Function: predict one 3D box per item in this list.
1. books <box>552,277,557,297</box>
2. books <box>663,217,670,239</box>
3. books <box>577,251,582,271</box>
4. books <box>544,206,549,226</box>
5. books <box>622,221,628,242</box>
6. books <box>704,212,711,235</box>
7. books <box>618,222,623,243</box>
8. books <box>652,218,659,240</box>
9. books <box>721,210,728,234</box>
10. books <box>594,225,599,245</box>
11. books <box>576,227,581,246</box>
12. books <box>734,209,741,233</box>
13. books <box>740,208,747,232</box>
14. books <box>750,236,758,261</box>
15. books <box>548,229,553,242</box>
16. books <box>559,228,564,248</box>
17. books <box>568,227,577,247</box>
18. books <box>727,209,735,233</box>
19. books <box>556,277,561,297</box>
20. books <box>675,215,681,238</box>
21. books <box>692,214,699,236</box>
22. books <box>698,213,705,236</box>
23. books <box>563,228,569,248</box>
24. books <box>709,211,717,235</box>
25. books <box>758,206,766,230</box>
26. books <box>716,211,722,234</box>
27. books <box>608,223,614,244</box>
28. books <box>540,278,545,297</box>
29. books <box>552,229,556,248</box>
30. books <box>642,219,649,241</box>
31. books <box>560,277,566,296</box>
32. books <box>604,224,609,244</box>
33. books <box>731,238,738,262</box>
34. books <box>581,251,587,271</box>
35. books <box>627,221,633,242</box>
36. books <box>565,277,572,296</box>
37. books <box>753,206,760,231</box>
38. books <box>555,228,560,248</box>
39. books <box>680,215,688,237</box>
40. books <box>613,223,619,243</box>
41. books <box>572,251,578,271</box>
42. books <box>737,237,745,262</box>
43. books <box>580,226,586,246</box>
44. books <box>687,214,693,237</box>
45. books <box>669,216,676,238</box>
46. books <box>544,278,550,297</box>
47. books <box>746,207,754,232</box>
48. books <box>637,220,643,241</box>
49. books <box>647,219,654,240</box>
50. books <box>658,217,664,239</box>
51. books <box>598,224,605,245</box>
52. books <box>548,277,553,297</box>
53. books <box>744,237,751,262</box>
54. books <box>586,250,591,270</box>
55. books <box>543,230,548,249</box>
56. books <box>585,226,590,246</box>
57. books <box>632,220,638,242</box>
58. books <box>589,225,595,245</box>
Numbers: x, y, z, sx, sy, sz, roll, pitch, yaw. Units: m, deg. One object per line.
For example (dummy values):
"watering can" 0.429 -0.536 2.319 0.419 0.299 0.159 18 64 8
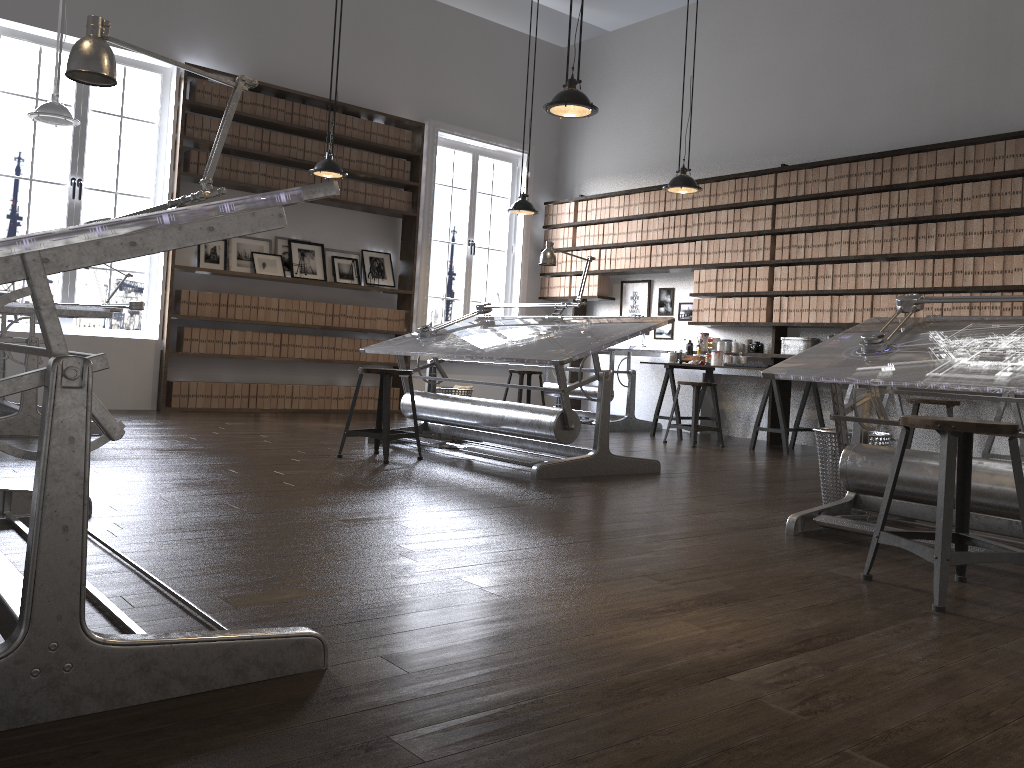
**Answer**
"books" 0.546 -1.089 10.039 0.174 0.226 0.067 4 -1 -39
"books" 1.591 -1.538 8.808 0.174 0.226 0.067 4 -1 -39
"books" 0.801 -1.344 9.753 0.174 0.226 0.067 4 -1 -39
"books" 0.459 -1.929 10.219 0.174 0.226 0.067 4 -1 -39
"books" 1.239 -1.572 9.239 0.174 0.226 0.067 4 -1 -39
"books" 1.913 -1.509 8.424 0.174 0.226 0.067 4 -1 -39
"books" 1.201 -1.576 9.294 0.174 0.226 0.067 4 -1 -39
"books" 1.502 -1.547 8.922 0.174 0.226 0.067 4 -1 -39
"books" 2.035 -1.497 8.269 0.174 0.226 0.067 4 -1 -39
"books" 0.972 -1.597 9.575 0.174 0.226 0.067 4 -1 -39
"books" 0.796 -1.613 9.785 0.174 0.226 0.067 4 -1 -39
"books" 2.127 -1.488 8.160 0.174 0.226 0.067 4 -1 -39
"books" 2.173 -1.484 8.107 0.174 0.226 0.067 4 -1 -39
"books" 2.237 -1.209 8.002 0.174 0.226 0.067 4 -1 -39
"books" 0.494 -1.648 10.152 0.174 0.226 0.067 4 -1 -39
"books" 0.621 -1.636 9.994 0.174 0.226 0.067 4 -1 -39
"books" 0.713 -1.627 9.891 0.174 0.226 0.067 4 -1 -39
"books" 2.080 -1.493 8.212 0.174 0.226 0.067 4 -1 -39
"books" 0.583 -1.086 9.988 0.174 0.226 0.067 4 -1 -39
"books" 1.684 -1.530 8.704 0.174 0.226 0.067 4 -1 -39
"books" 1.820 -1.517 8.531 0.174 0.226 0.067 4 -1 -39
"books" 1.868 -1.513 8.479 0.174 0.226 0.067 4 -1 -39
"books" 0.668 -1.631 9.946 0.174 0.226 0.067 4 -1 -39
"books" 1.951 -1.505 8.368 0.174 0.226 0.067 4 -1 -39
"books" 2.296 -1.472 7.950 0.174 0.226 0.067 4 -1 -39
"books" 1.997 -1.501 8.319 0.174 0.226 0.067 4 -1 -39
"books" 1.108 -1.584 9.402 0.174 0.226 0.067 4 -1 -39
"books" 0.412 -1.102 10.207 0.174 0.226 0.067 4 -1 -39
"books" 0.541 -1.643 10.097 0.174 0.226 0.067 4 -1 -39
"books" 1.415 -1.555 9.031 0.174 0.226 0.067 4 -1 -39
"books" 0.629 -1.081 9.932 0.174 0.226 0.067 4 -1 -39
"books" 1.066 -1.588 9.460 0.174 0.226 0.067 4 -1 -39
"books" 2.106 -1.221 8.160 0.174 0.226 0.067 4 -1 -39
"books" 0.848 -1.340 9.702 0.174 0.226 0.067 4 -1 -39
"books" 1.285 -1.568 9.190 0.174 0.226 0.067 4 -1 -39
"books" 0.677 -1.077 9.878 0.174 0.226 0.067 4 -1 -39
"books" 2.257 -1.476 8.000 0.174 0.226 0.067 4 -1 -39
"books" 0.582 -1.640 10.049 0.174 0.226 0.067 4 -1 -39
"books" 1.727 -1.526 8.643 0.174 0.226 0.067 4 -1 -39
"books" 1.156 -1.580 9.349 0.174 0.226 0.067 4 -1 -39
"books" 0.752 -1.348 9.807 0.174 0.226 0.067 4 -1 -39
"books" 2.144 -1.217 8.106 0.174 0.226 0.067 4 -1 -39
"books" 0.839 -1.609 9.726 0.174 0.226 0.067 4 -1 -39
"books" 1.778 -1.521 8.589 0.174 0.226 0.067 4 -1 -39
"books" 1.634 -1.535 8.761 0.174 0.226 0.067 4 -1 -39
"books" 0.456 -1.098 10.145 0.174 0.226 0.067 4 -1 -39
"books" 2.212 -1.480 8.049 0.174 0.226 0.067 4 -1 -39
"books" 1.368 -1.560 9.083 0.174 0.226 0.067 4 -1 -39
"books" 1.461 -1.551 8.978 0.174 0.226 0.067 4 -1 -39
"books" 1.545 -1.543 8.863 0.174 0.226 0.067 4 -1 -39
"books" 1.014 -1.593 9.514 0.174 0.226 0.067 4 -1 -39
"books" 0.507 -1.093 10.092 0.174 0.226 0.067 4 -1 -39
"books" 2.192 -1.213 8.057 0.174 0.226 0.067 4 -1 -39
"books" 0.891 -1.335 9.646 0.174 0.226 0.067 4 -1 -39
"books" 0.453 -1.652 10.208 0.174 0.226 0.067 4 -1 -39
"books" 0.885 -1.605 9.670 0.174 0.226 0.067 4 -1 -39
"books" 1.323 -1.564 9.140 0.174 0.226 0.067 4 -1 -39
"books" 0.929 -1.601 9.624 0.174 0.226 0.067 4 -1 -39
